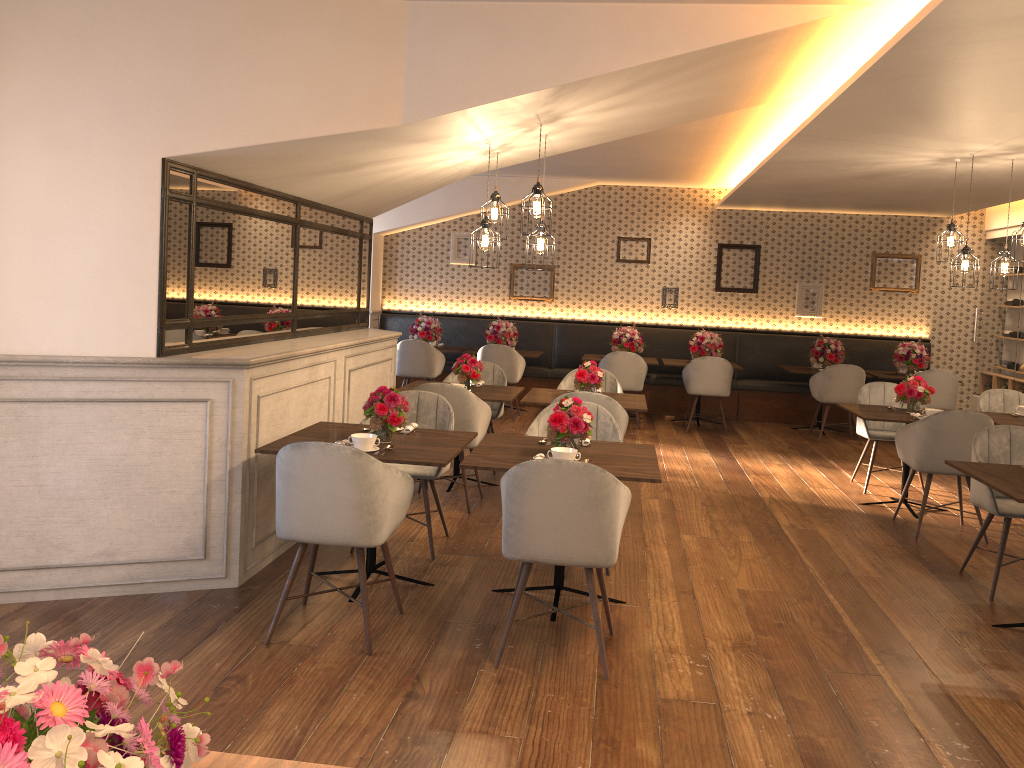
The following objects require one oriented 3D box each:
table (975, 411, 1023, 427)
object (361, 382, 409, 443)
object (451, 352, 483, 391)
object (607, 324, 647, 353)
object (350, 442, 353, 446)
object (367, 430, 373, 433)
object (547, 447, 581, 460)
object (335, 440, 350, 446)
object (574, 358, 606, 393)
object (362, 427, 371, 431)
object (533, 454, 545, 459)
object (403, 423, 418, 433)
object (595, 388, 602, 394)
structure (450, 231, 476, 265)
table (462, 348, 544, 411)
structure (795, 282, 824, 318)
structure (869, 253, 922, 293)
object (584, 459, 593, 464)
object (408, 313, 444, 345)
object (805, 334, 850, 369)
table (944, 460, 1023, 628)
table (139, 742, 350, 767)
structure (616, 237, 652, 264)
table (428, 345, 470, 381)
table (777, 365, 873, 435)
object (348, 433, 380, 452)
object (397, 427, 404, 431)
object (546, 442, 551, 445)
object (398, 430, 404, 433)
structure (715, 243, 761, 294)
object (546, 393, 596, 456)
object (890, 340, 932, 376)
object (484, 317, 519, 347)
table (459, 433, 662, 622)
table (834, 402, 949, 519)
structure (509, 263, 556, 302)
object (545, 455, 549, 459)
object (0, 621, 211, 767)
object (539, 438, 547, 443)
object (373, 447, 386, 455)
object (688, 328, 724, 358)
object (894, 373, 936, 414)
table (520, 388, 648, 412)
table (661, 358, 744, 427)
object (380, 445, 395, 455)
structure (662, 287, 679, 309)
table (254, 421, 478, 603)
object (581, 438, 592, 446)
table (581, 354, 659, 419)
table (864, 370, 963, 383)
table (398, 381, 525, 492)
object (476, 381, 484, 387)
[{"bbox_3d":[3.928,0.640,6.556,0.896,0.718,0.900,3,5,7],"label":"table"},{"bbox_3d":[-0.641,0.139,4.416,0.234,0.300,0.306,1,5,-18],"label":"object"},{"bbox_3d":[-0.349,-0.098,6.716,0.234,0.300,0.306,1,5,-18],"label":"object"},{"bbox_3d":[1.394,-0.515,10.726,0.420,0.424,0.407,-1,6,-39],"label":"object"},{"bbox_3d":[-0.778,0.296,4.195,0.025,0.024,0.193,3,6,7],"label":"object"},{"bbox_3d":[-0.740,0.246,4.768,0.022,0.004,0.211,4,6,7],"label":"object"},{"bbox_3d":[0.238,0.337,4.058,0.148,0.072,0.149,0,6,-25],"label":"object"},{"bbox_3d":[-0.813,0.288,4.189,0.056,0.039,0.176,3,6,7],"label":"object"},{"bbox_3d":[0.583,-0.041,6.612,0.234,0.300,0.306,5,5,26],"label":"object"},{"bbox_3d":[-0.774,0.237,4.779,0.043,0.015,0.198,3,6,3],"label":"object"},{"bbox_3d":[0.124,0.347,4.073,0.056,0.039,0.176,3,6,7],"label":"object"},{"bbox_3d":[-0.546,0.238,4.769,0.056,0.039,0.176,3,6,7],"label":"object"},{"bbox_3d":[0.682,0.058,6.953,0.056,0.039,0.176,3,6,7],"label":"object"},{"bbox_3d":[-0.654,-1.819,11.849,0.340,0.438,0.035,3,3,7],"label":"structure"},{"bbox_3d":[-0.110,-0.037,10.932,0.896,0.718,0.900,3,5,7],"label":"table"},{"bbox_3d":[3.805,-1.071,11.317,0.340,0.438,0.035,3,3,7],"label":"structure"},{"bbox_3d":[4.841,-1.400,11.170,0.601,0.484,0.032,3,3,7],"label":"structure"},{"bbox_3d":[0.343,0.370,4.066,0.043,0.015,0.198,4,6,11],"label":"object"},{"bbox_3d":[-1.064,-0.658,10.947,0.420,0.424,0.407,-1,6,-41],"label":"object"},{"bbox_3d":[3.688,-0.364,10.353,0.420,0.424,0.407,-1,6,-41],"label":"object"},{"bbox_3d":[2.666,0.836,4.218,0.896,0.718,0.900,3,5,7],"label":"table"},{"bbox_3d":[-0.658,1.019,1.078,0.896,0.718,0.900,3,5,7],"label":"table"},{"bbox_3d":[1.592,-1.748,11.577,0.449,0.344,0.016,3,3,7],"label":"structure"},{"bbox_3d":[-1.060,-0.096,11.050,0.896,0.718,0.900,3,5,7],"label":"table"},{"bbox_3d":[3.648,0.197,10.465,0.896,0.718,0.900,3,5,7],"label":"table"},{"bbox_3d":[-0.699,0.279,4.175,0.148,0.072,0.149,0,6,-25],"label":"object"},{"bbox_3d":[-0.658,0.214,4.782,0.148,0.072,0.149,0,6,-25],"label":"object"},{"bbox_3d":[0.196,0.304,4.651,0.022,0.004,0.211,4,6,7],"label":"object"},{"bbox_3d":[-0.582,0.243,4.764,0.025,0.024,0.193,3,6,7],"label":"object"},{"bbox_3d":[2.912,-1.489,11.418,0.544,0.630,0.035,3,3,7],"label":"structure"},{"bbox_3d":[0.291,0.196,4.312,0.234,0.300,0.306,5,5,26],"label":"object"},{"bbox_3d":[4.621,-0.307,10.248,0.420,0.424,0.407,-1,6,-39],"label":"object"},{"bbox_3d":[-0.125,-0.599,10.825,0.419,0.424,0.407,2,5,-5],"label":"object"},{"bbox_3d":[0.246,0.701,4.371,0.896,0.718,0.900,3,5,7],"label":"table"},{"bbox_3d":[2.977,0.581,6.674,0.896,0.718,0.900,3,5,7],"label":"table"},{"bbox_3d":[0.267,-1.345,11.753,0.601,0.484,0.032,3,3,7],"label":"structure"},{"bbox_3d":[0.159,0.355,4.079,0.025,0.024,0.193,3,6,7],"label":"object"},{"bbox_3d":[-0.545,0.466,0.917,0.419,0.424,0.407,2,5,-5],"label":"object"},{"bbox_3d":[0.163,0.296,4.662,0.043,0.015,0.198,3,6,3],"label":"object"},{"bbox_3d":[-0.620,0.315,4.193,0.022,0.004,0.211,4,6,7],"label":"object"},{"bbox_3d":[2.305,-0.448,10.512,0.420,0.424,0.407,4,5,9],"label":"object"},{"bbox_3d":[3.042,0.070,6.682,0.305,0.300,0.235,2,4,-15],"label":"object"},{"bbox_3d":[0.538,0.462,6.675,0.896,0.718,0.900,3,5,7],"label":"table"},{"bbox_3d":[2.244,0.110,10.640,0.896,0.718,0.900,3,5,7],"label":"table"},{"bbox_3d":[-0.593,0.312,4.182,0.043,0.015,0.198,4,6,11],"label":"object"},{"bbox_3d":[2.064,-1.122,11.543,0.216,0.277,0.018,3,3,7],"label":"structure"},{"bbox_3d":[-0.704,0.642,4.490,0.896,0.718,0.900,3,5,7],"label":"table"},{"bbox_3d":[0.391,0.296,4.653,0.056,0.039,0.176,3,6,7],"label":"object"},{"bbox_3d":[1.294,0.051,10.758,0.896,0.718,0.900,3,5,7],"label":"table"},{"bbox_3d":[4.598,0.256,10.347,0.896,0.718,0.900,3,5,7],"label":"table"},{"bbox_3d":[-0.413,0.403,6.793,0.896,0.718,0.900,3,5,7],"label":"table"},{"bbox_3d":[-0.254,-0.001,7.070,0.056,0.039,0.176,3,6,7],"label":"object"}]
